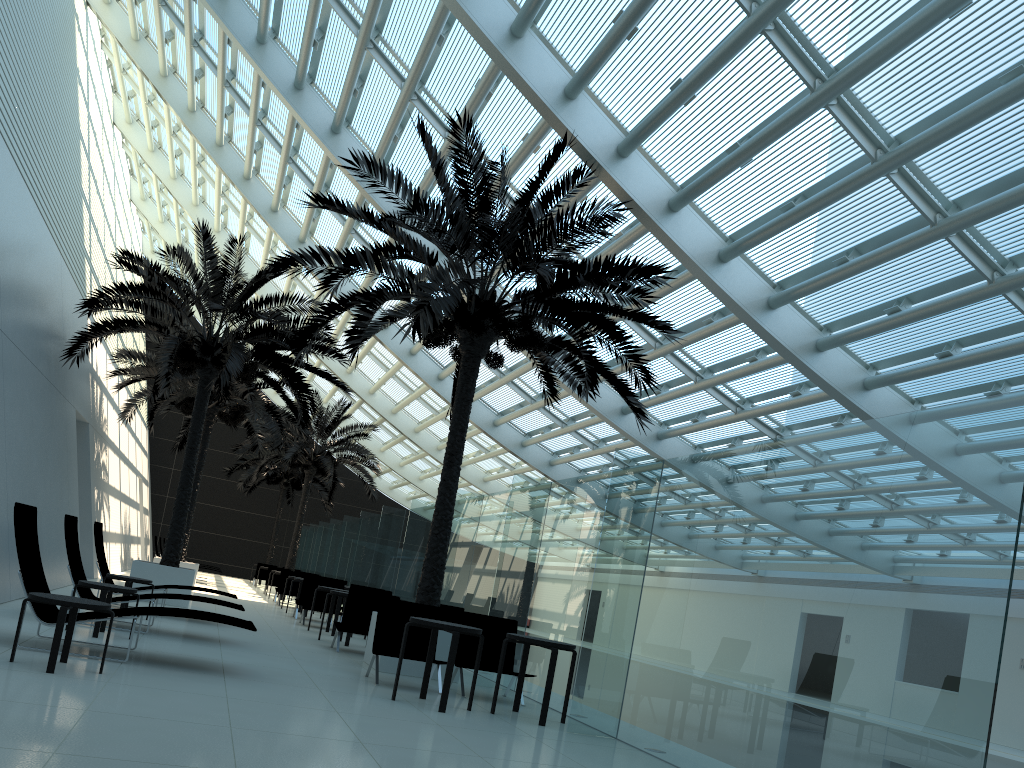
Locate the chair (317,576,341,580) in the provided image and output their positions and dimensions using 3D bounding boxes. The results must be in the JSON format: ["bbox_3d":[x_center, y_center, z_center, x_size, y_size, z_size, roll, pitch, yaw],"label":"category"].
[{"bbox_3d":[-5.008,5.618,23.397,0.725,0.865,0.900,13,-9,-18],"label":"chair"}]

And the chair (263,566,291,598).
[{"bbox_3d":[-7.175,6.080,26.787,0.725,0.865,0.900,13,-9,-18],"label":"chair"}]

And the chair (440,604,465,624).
[{"bbox_3d":[-1.214,3.564,12.517,0.725,0.865,0.900,13,-9,-18],"label":"chair"}]

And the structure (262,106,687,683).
[{"bbox_3d":[-0.608,0.205,11.001,4.823,6.849,4.550,10,-7,1],"label":"structure"}]

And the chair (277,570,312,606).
[{"bbox_3d":[-5.323,5.077,21.477,0.725,0.865,0.900,13,-9,-18],"label":"chair"}]

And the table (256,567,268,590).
[{"bbox_3d":[-8.647,6.921,30.957,0.675,0.761,0.702,7,-9,20],"label":"table"}]

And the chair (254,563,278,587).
[{"bbox_3d":[-9.063,7.102,32.202,0.725,0.865,0.900,13,-9,-18],"label":"chair"}]

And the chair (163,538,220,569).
[{"bbox_3d":[-11.433,6.243,31.058,2.063,1.129,0.934,14,-9,-18],"label":"chair"}]

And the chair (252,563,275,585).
[{"bbox_3d":[-9.613,7.411,33.821,0.725,0.865,0.900,13,-9,-18],"label":"chair"}]

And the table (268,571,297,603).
[{"bbox_3d":[-6.301,5.644,24.201,0.674,0.761,0.702,7,-9,25],"label":"table"}]

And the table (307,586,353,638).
[{"bbox_3d":[-3.035,3.882,14.863,0.675,0.761,0.702,7,-9,20],"label":"table"}]

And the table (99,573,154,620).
[{"bbox_3d":[-5.017,2.765,11.333,0.550,0.504,0.573,6,-10,24],"label":"table"}]

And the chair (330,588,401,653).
[{"bbox_3d":[-2.079,3.332,12.216,0.725,0.865,0.900,13,-9,-18],"label":"chair"}]

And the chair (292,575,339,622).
[{"bbox_3d":[-4.001,4.372,17.728,0.725,0.865,0.900,13,-9,-18],"label":"chair"}]

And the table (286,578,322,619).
[{"bbox_3d":[-4.429,4.630,18.834,0.674,0.761,0.702,7,-9,25],"label":"table"}]

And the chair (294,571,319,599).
[{"bbox_3d":[-6.310,6.312,27.089,0.725,0.865,0.900,13,-9,-18],"label":"chair"}]

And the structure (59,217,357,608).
[{"bbox_3d":[-5.451,0.534,15.415,4.760,6.667,4.273,16,-9,-39],"label":"structure"}]

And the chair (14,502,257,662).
[{"bbox_3d":[-3.284,1.831,7.690,2.063,1.129,0.934,14,-9,-18],"label":"chair"}]

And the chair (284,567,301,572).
[{"bbox_3d":[-8.198,7.335,32.503,0.725,0.865,0.900,13,-9,-18],"label":"chair"}]

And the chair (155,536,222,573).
[{"bbox_3d":[-9.700,5.304,26.088,2.063,1.129,0.934,14,-9,-18],"label":"chair"}]

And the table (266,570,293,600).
[{"bbox_3d":[-6.767,5.903,25.566,0.675,0.761,0.702,7,-9,20],"label":"table"}]

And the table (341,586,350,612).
[{"bbox_3d":[-4.008,5.137,20.544,0.675,0.761,0.702,7,-9,20],"label":"table"}]

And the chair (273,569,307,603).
[{"bbox_3d":[-5.873,5.386,23.096,0.725,0.865,0.900,13,-9,-18],"label":"chair"}]

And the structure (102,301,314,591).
[{"bbox_3d":[-7.627,1.531,21.060,4.262,6.725,4.773,8,-7,16],"label":"structure"}]

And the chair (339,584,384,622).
[{"bbox_3d":[-3.136,4.605,18.029,0.725,0.865,0.900,13,-9,-18],"label":"chair"}]

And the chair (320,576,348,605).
[{"bbox_3d":[-4.458,5.310,21.778,0.725,0.865,0.900,13,-9,-18],"label":"chair"}]

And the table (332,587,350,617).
[{"bbox_3d":[-3.530,4.872,19.147,0.674,0.761,0.702,7,-9,25],"label":"table"}]

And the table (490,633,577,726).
[{"bbox_3d":[0.218,2.850,8.426,0.674,0.761,0.702,6,-10,29],"label":"table"}]

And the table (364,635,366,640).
[{"bbox_3d":[-2.136,4.124,15.176,0.675,0.761,0.702,7,-9,20],"label":"table"}]

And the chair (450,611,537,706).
[{"bbox_3d":[-0.190,2.999,9.539,0.725,0.865,0.900,13,-9,-18],"label":"chair"}]

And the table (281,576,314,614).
[{"bbox_3d":[-4.907,4.896,20.231,0.675,0.761,0.702,7,-9,20],"label":"table"}]

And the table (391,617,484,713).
[{"bbox_3d":[-0.681,2.608,8.113,0.674,0.761,0.702,6,-10,29],"label":"table"}]

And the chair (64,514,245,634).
[{"bbox_3d":[-4.137,2.293,10.137,2.063,1.129,0.934,14,-9,-18],"label":"chair"}]

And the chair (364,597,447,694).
[{"bbox_3d":[-1.055,2.767,9.238,0.725,0.865,0.900,13,-9,-18],"label":"chair"}]

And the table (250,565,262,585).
[{"bbox_3d":[-10.041,7.669,34.927,0.674,0.761,0.702,6,-10,29],"label":"table"}]

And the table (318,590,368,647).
[{"bbox_3d":[-2.507,3.590,13.322,0.674,0.761,0.702,7,-9,25],"label":"table"}]

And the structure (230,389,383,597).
[{"bbox_3d":[-6.964,3.642,29.211,4.903,6.849,4.476,14,-8,-24],"label":"structure"}]

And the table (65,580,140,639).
[{"bbox_3d":[-4.164,2.303,8.886,0.550,0.504,0.573,6,-10,24],"label":"table"}]

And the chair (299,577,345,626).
[{"bbox_3d":[-3.447,4.062,16.097,0.725,0.865,0.900,13,-9,-18],"label":"chair"}]

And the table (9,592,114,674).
[{"bbox_3d":[-3.310,1.841,6.439,0.550,0.504,0.573,6,-10,24],"label":"table"}]

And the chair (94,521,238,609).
[{"bbox_3d":[-4.991,2.755,12.584,2.063,1.129,0.934,14,-9,-18],"label":"chair"}]

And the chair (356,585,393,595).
[{"bbox_3d":[-2.582,4.294,16.398,0.725,0.865,0.900,13,-9,-18],"label":"chair"}]

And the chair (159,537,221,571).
[{"bbox_3d":[-10.553,5.766,28.535,2.063,1.129,0.934,14,-9,-18],"label":"chair"}]

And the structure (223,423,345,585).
[{"bbox_3d":[-9.641,5.111,36.968,4.569,6.848,4.804,16,-9,-39],"label":"structure"}]
